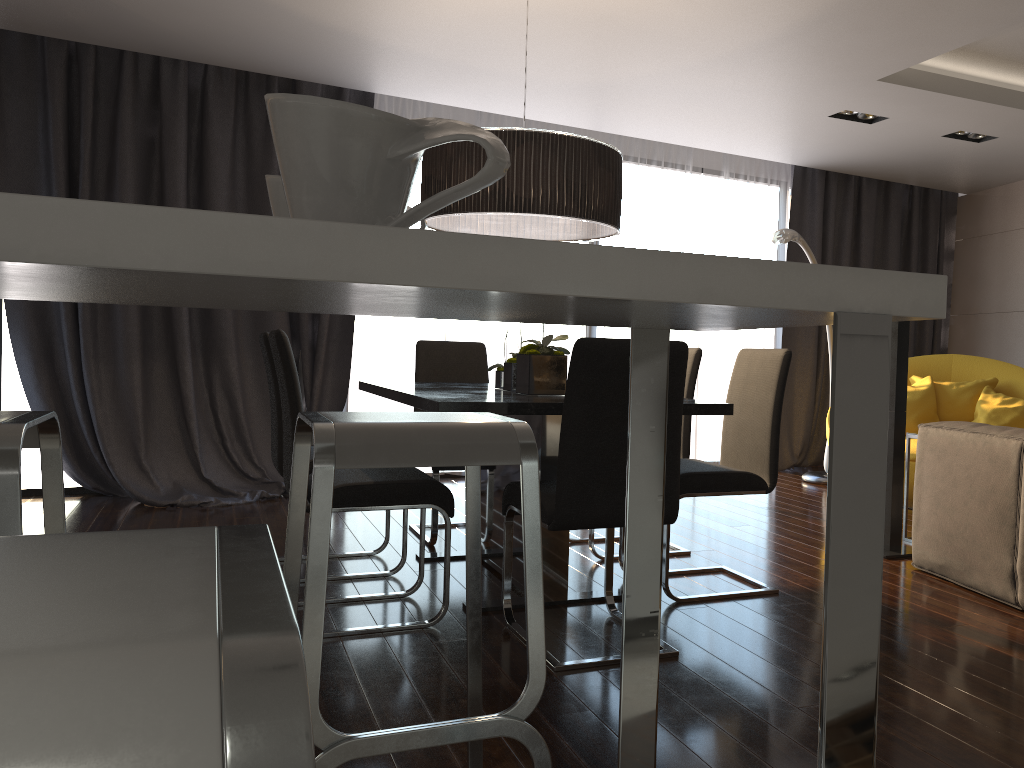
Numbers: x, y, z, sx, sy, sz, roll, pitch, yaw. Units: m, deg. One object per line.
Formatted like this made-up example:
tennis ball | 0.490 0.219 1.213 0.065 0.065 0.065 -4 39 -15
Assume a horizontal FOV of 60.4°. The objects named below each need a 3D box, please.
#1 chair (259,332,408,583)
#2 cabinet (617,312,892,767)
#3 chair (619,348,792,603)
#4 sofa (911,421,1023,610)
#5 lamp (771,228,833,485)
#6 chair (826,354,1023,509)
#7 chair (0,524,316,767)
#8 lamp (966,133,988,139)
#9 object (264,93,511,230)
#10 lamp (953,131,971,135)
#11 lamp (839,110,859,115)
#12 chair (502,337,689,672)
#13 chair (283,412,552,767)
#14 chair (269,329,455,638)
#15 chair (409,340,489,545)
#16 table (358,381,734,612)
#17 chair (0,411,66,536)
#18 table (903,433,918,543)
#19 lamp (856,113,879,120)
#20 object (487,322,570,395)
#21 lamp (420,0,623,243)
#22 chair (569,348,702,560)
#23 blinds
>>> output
chair | -0.741 0.280 3.625 0.595 0.964 0.411 1 2 -22
cabinet | 0.060 -0.360 0.727 4.622 2.500 6.657 1 2 -20
chair | 0.778 0.330 3.546 0.595 0.964 0.411 1 2 -22
sofa | 3.287 0.552 3.113 2.801 0.703 2.428 1 2 -12
lamp | 3.157 -0.134 7.245 4.473 1.778 0.550 0 2 -42
chair | 2.889 0.294 5.872 1.442 1.005 1.194 3 2 35
chair | -0.294 0.491 0.396 0.437 0.800 0.414 1 2 -21
lamp | 3.245 -1.748 6.105 0.180 0.077 0.173 1 2 -9
object | -0.150 -0.188 0.870 0.195 0.133 0.422 1 2 -19
lamp | 3.073 -1.750 6.030 0.178 0.077 0.176 2 2 -2
lamp | 2.149 -1.765 5.634 0.185 0.077 0.169 1 2 -26
chair | 0.258 0.340 2.817 0.444 0.964 0.550 1 2 -21
chair | -0.184 0.455 1.507 0.437 0.800 0.414 1 2 -21
chair | -0.524 0.309 2.987 0.595 0.964 0.411 1 2 -22
chair | -0.248 0.268 4.377 0.444 0.964 0.550 1 2 -21
table | 0.019 0.407 3.596 1.081 0.760 1.541 1 2 -20
chair | -0.858 0.444 1.217 0.437 0.800 0.414 1 2 -21
table | 2.401 0.548 4.502 0.625 0.563 0.433 1 2 -22
lamp | 2.322 -1.762 5.708 0.180 0.077 0.173 1 2 -9
object | 0.002 -0.221 3.468 0.324 0.501 0.550 1 2 -24
lamp | 0.054 -1.172 3.544 0.803 1.102 0.805 2 2 3
chair | 0.561 0.301 4.184 0.595 0.964 0.411 1 2 -22
blinds | 0.643 -0.738 6.599 7.858 2.893 0.713 1 2 -30
